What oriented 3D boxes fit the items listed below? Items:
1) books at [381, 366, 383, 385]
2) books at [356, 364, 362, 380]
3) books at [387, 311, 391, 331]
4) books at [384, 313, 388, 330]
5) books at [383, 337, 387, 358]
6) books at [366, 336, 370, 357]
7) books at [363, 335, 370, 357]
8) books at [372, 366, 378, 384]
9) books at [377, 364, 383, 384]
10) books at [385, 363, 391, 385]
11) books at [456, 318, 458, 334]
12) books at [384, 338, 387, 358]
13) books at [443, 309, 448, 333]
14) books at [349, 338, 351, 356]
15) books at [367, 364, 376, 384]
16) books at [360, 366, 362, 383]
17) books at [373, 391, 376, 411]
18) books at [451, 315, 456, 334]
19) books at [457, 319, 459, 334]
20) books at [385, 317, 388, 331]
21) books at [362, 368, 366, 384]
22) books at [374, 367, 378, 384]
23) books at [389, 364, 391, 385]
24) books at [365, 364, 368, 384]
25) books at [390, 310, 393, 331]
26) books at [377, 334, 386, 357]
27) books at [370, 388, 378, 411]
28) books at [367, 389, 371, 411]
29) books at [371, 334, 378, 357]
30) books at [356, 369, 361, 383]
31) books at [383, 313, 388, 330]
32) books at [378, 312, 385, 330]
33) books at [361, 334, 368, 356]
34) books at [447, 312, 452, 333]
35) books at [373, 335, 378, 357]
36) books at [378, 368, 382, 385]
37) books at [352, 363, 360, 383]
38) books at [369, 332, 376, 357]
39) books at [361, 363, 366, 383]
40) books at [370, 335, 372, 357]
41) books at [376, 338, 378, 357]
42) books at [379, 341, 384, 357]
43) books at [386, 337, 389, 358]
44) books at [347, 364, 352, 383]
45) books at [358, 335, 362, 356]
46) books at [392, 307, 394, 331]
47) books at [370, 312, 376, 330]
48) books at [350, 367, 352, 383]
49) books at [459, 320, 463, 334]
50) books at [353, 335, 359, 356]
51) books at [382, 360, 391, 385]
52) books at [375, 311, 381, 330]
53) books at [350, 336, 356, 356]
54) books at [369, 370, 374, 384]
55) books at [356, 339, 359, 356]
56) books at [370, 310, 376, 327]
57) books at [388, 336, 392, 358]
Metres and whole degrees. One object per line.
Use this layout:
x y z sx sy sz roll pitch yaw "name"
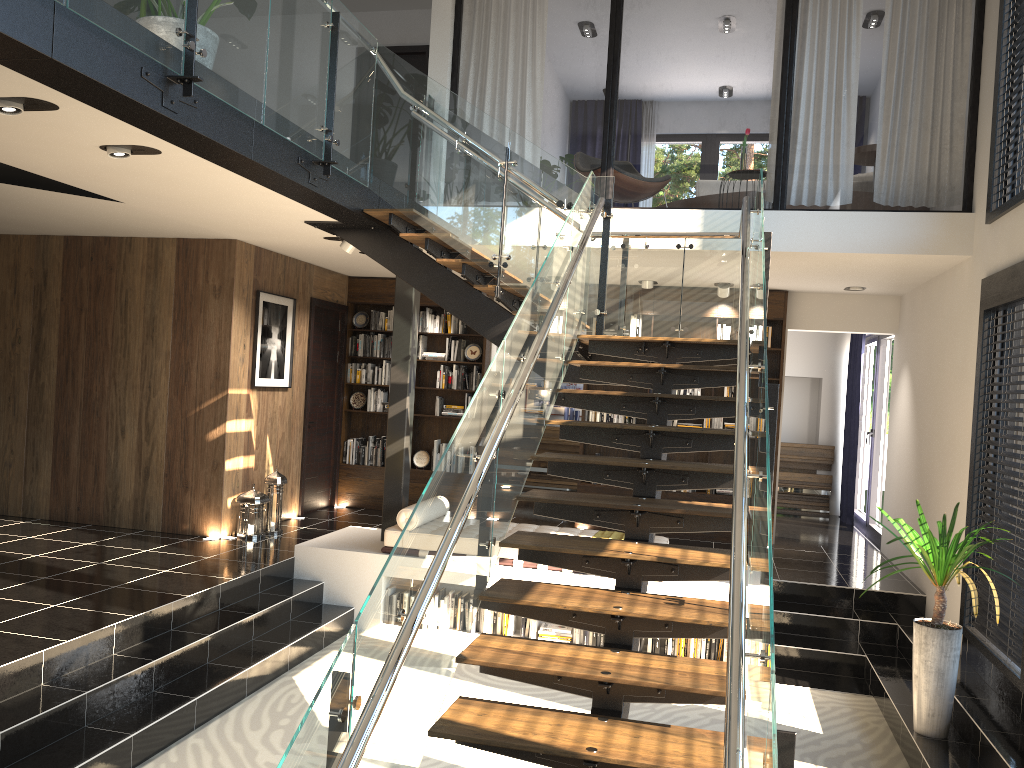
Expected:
-1.483 -0.097 10.385 0.027 0.214 0.159 4 0 13 "books"
-1.804 -0.124 10.475 0.018 0.232 0.123 4 1 13 "books"
-1.395 -0.730 10.339 0.039 0.230 0.205 4 0 13 "books"
-1.451 -0.719 10.399 0.025 0.203 0.156 4 0 13 "books"
-1.467 -0.424 10.379 0.028 0.240 0.148 4 0 13 "books"
-1.670 -0.438 10.385 0.039 0.243 0.179 4 0 13 "books"
-1.697 -0.448 10.411 0.027 0.260 0.181 4 0 13 "books"
-1.582 -0.104 10.404 0.053 0.216 0.151 4 0 13 "books"
-1.532 -0.114 10.384 0.020 0.243 0.154 4 0 13 "books"
-1.427 -0.116 10.350 0.021 0.260 0.197 4 0 13 "books"
-0.606 -0.677 10.214 0.037 0.218 0.144 4 0 13 "books"
-1.450 -0.418 10.362 0.014 0.230 0.172 4 0 13 "books"
-0.741 -0.728 10.189 0.015 0.303 0.252 4 0 13 "books"
-1.882 -0.436 10.479 0.023 0.215 0.148 4 0 13 "books"
-1.650 -0.118 10.399 0.026 0.237 0.164 4 0 13 "books"
-1.751 -0.109 10.465 0.018 0.208 0.126 4 0 13 "books"
-1.588 0.200 10.403 0.031 0.245 0.120 4 1 13 "books"
-0.644 -0.721 10.160 0.017 0.302 0.266 4 0 13 "books"
-0.582 -0.659 10.182 0.027 0.186 0.220 4 0 13 "books"
-1.429 -0.694 10.365 0.035 0.156 0.186 4 0 13 "books"
-1.715 -0.093 10.420 0.035 0.180 0.165 4 0 13 "books"
-1.557 -0.097 10.362 0.016 0.206 0.204 4 0 13 "books"
-1.401 -0.107 10.367 0.023 0.245 0.133 4 1 13 "books"
-1.675 -0.118 10.426 0.036 0.235 0.169 4 0 13 "books"
-1.366 -0.732 10.319 0.025 0.239 0.220 4 0 13 "books"
-1.525 -0.444 10.368 0.033 0.273 0.189 4 0 13 "books"
-1.617 0.183 10.383 0.018 0.275 0.144 4 1 13 "books"
-1.642 0.190 10.378 0.026 0.257 0.192 4 0 13 "books"
-1.606 -0.444 10.378 0.019 0.264 0.175 4 0 13 "books"
-1.783 -0.092 10.451 0.037 0.169 0.148 4 0 13 "books"
-1.473 -0.725 10.386 0.014 0.212 0.184 4 0 13 "books"
-1.510 -0.729 10.389 0.059 0.216 0.159 4 0 13 "books"
-1.721 -0.453 10.412 0.022 0.267 0.197 4 0 13 "books"
-0.695 -0.697 10.221 0.064 0.247 0.209 4 0 13 "books"
-1.576 -0.438 10.398 0.032 0.255 0.160 4 0 13 "books"
-1.514 -0.088 10.368 0.025 0.194 0.172 4 0 13 "books"
-1.834 -0.128 10.434 0.022 0.235 0.194 4 0 13 "books"
-1.635 -0.458 10.407 0.015 0.287 0.154 4 1 13 "books"
-1.733 -0.122 10.453 0.019 0.236 0.139 4 1 13 "books"
-1.620 -0.441 10.401 0.018 0.256 0.172 4 0 13 "books"
-1.550 -0.419 10.389 0.024 0.220 0.123 4 1 13 "books"
-1.502 -0.400 10.351 0.025 0.188 0.181 4 0 13 "books"
-1.430 -0.423 10.363 0.024 0.242 0.144 4 0 13 "books"
-1.896 -0.126 10.485 0.030 0.224 0.166 4 0 13 "books"
-1.748 -0.448 10.422 0.035 0.255 0.183 4 0 13 "books"
-1.347 -0.751 10.314 0.012 0.278 0.228 4 0 13 "books"
-1.602 -0.734 10.377 0.024 0.216 0.210 4 0 13 "books"
-1.861 -0.108 10.471 0.045 0.192 0.164 4 0 13 "books"
-0.566 -0.697 10.155 0.013 0.262 0.217 4 0 13 "books"
-1.815 -0.452 10.465 0.066 0.255 0.127 4 1 13 "books"
-1.464 -0.131 10.356 0.018 0.284 0.198 4 0 13 "books"
-1.553 -0.735 10.391 0.026 0.222 0.202 4 0 13 "books"
-1.863 -0.443 10.456 0.023 0.231 0.143 4 0 13 "books"
-1.624 -0.081 10.406 0.026 0.167 0.173 4 0 13 "books"
-1.778 -0.424 10.430 0.025 0.204 0.192 4 0 13 "books"
-1.613 -0.744 10.417 0.017 0.234 0.200 4 0 13 "books"
-1.404 -0.432 10.362 0.025 0.263 0.147 4 1 13 "books"
